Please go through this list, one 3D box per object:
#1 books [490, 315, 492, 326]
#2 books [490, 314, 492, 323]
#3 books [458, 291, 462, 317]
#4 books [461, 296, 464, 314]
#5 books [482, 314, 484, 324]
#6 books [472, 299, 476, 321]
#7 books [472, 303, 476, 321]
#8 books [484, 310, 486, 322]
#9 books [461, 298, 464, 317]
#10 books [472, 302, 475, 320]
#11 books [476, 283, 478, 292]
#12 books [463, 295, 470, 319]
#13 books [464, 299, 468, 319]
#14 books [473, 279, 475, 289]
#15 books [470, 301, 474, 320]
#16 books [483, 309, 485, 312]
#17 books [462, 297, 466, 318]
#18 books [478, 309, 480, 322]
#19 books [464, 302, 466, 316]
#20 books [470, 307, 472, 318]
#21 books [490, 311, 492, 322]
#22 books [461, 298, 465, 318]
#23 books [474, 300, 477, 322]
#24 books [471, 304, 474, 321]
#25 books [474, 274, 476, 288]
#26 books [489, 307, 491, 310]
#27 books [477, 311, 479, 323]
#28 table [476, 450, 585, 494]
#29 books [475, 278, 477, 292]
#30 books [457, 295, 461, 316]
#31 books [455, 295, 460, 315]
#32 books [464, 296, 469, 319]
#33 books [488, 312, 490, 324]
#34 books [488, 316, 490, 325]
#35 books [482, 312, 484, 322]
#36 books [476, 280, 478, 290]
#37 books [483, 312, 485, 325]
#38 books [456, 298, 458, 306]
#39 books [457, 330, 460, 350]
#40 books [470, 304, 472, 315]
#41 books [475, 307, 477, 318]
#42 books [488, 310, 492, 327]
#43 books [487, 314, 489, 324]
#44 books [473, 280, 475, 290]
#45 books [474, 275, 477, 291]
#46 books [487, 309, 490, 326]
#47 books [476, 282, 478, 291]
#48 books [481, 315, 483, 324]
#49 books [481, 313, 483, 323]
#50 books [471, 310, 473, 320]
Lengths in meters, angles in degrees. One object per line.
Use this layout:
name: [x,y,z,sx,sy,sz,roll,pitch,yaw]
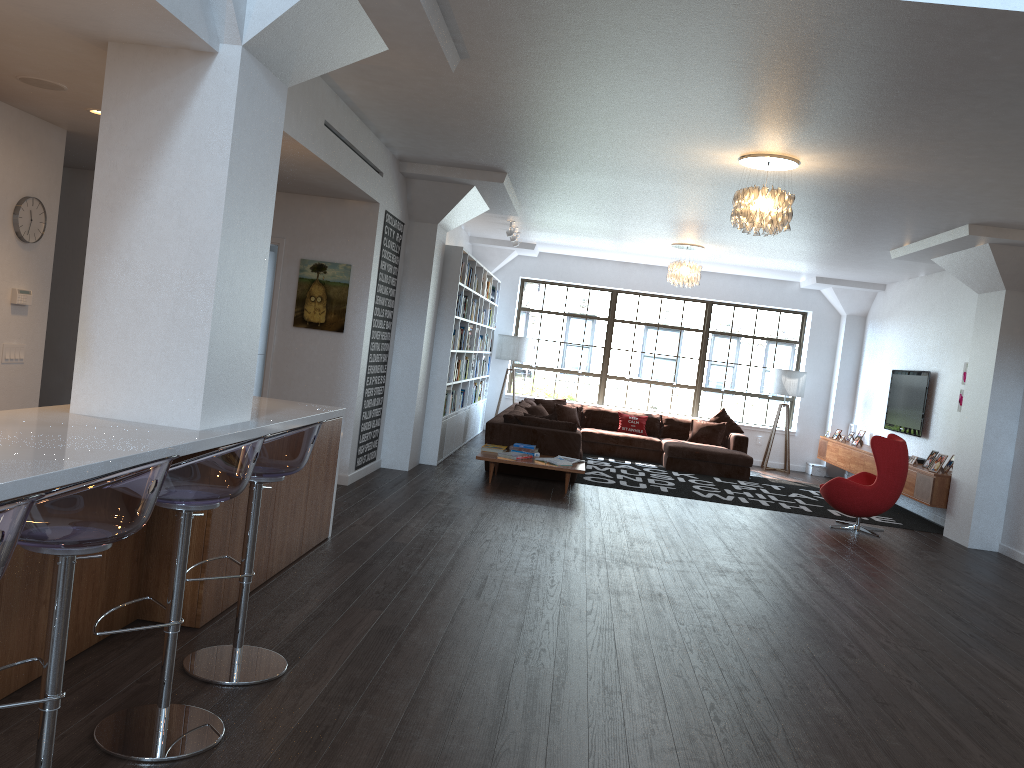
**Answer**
books: [-0.399,-0.995,13.655,0.161,0.223,0.026,7,2,4]
books: [-0.412,-1.004,13.620,0.174,0.240,0.045,7,2,4]
books: [-0.669,-0.917,10.090,0.176,0.290,0.053,7,2,4]
books: [-0.671,-0.910,10.363,0.183,0.253,0.042,7,2,4]
books: [-0.477,-0.944,12.711,0.128,0.178,0.022,7,2,4]
books: [-0.570,-0.965,11.544,0.176,0.290,0.053,7,2,4]
books: [-0.574,-0.937,11.468,0.174,0.239,0.045,7,2,4]
books: [-0.470,-0.975,12.894,0.158,0.226,0.052,7,2,4]
books: [-0.670,-0.916,10.450,0.180,0.259,0.042,7,2,4]
books: [-0.581,-0.939,11.417,0.170,0.245,0.057,7,2,4]
books: [-0.513,-1.276,11.653,0.109,0.171,0.018,7,2,4]
books: [-0.624,-0.944,10.878,0.176,0.291,0.053,7,2,4]
books: [-0.638,-0.913,10.713,0.174,0.240,0.054,7,2,4]
books: [-0.549,-1.276,11.162,0.146,0.202,0.027,7,2,4]
books: [-0.591,-0.935,11.220,0.182,0.253,0.034,7,2,4]
books: [-0.470,-0.975,12.846,0.140,0.231,0.042,7,2,4]
books: [-0.656,-0.918,10.602,0.183,0.253,0.042,7,2,4]
books: [-0.520,-0.936,12.116,0.146,0.202,0.027,7,2,4]
books: [-0.641,-0.902,10.638,0.161,0.223,0.032,7,2,4]
books: [-0.599,-0.925,11.120,0.174,0.239,0.045,7,2,4]
books: [-0.414,-1.009,13.581,0.183,0.253,0.034,7,2,4]
books: [-0.659,-0.911,10.528,0.171,0.246,0.039,7,2,4]
books: [-0.570,-0.964,11.605,0.197,0.283,0.065,7,2,4]
books: [-0.581,-0.924,11.350,0.161,0.223,0.027,7,2,4]
books: [-0.542,-1.297,11.328,0.140,0.231,0.042,7,2,4]
books: [-0.419,-1.023,13.435,0.176,0.290,0.036,7,2,4]
books: [-0.529,-0.930,12.057,0.139,0.191,0.036,7,2,4]
table: [0.200,0.912,9.272,1.100,0.271,0.853,7,2,4]
books: [-0.531,-1.281,11.466,0.139,0.191,0.036,7,2,4]
books: [-0.687,-0.892,10.014,0.174,0.242,0.105,7,2,4]
books: [-0.690,-0.885,9.931,0.172,0.235,0.112,7,2,4]
books: [-0.645,-0.941,10.828,0.198,0.284,0.049,7,2,4]
books: [-0.430,-0.997,13.239,0.183,0.253,0.034,7,2,4]
books: [-0.430,-0.996,13.362,0.174,0.240,0.045,7,2,4]
books: [-0.480,-0.943,12.690,0.128,0.178,0.021,7,2,4]
books: [-0.521,-1.277,11.561,0.128,0.178,0.022,7,2,4]
books: [-0.471,-0.954,12.806,0.139,0.191,0.036,7,2,4]
books: [-0.695,-0.882,9.900,0.152,0.232,0.104,7,2,4]
books: [-0.708,-0.528,10.385,0.174,0.239,0.045,7,2,4]
books: [-0.600,-0.929,11.046,0.182,0.253,0.034,7,2,4]
books: [-0.552,-0.948,11.678,0.159,0.250,0.026,7,2,4]
books: [-0.415,-1.002,13.400,0.183,0.253,0.034,7,2,4]
books: [-0.438,-1.014,13.163,0.176,0.290,0.053,7,2,4]
books: [-0.546,-1.279,11.244,0.146,0.202,0.027,7,2,4]
books: [-0.543,-1.297,11.378,0.158,0.226,0.052,7,2,4]
books: [-0.436,-0.997,13.206,0.183,0.253,0.034,7,2,4]
books: [-0.525,-1.282,11.609,0.134,0.184,0.030,7,2,4]
books: [-0.480,-0.927,12.601,0.110,0.153,0.019,7,2,4]
books: [-0.485,-0.933,12.563,0.120,0.167,0.020,7,2,4]
books: [-0.585,-0.924,11.323,0.161,0.223,0.026,7,2,4]
